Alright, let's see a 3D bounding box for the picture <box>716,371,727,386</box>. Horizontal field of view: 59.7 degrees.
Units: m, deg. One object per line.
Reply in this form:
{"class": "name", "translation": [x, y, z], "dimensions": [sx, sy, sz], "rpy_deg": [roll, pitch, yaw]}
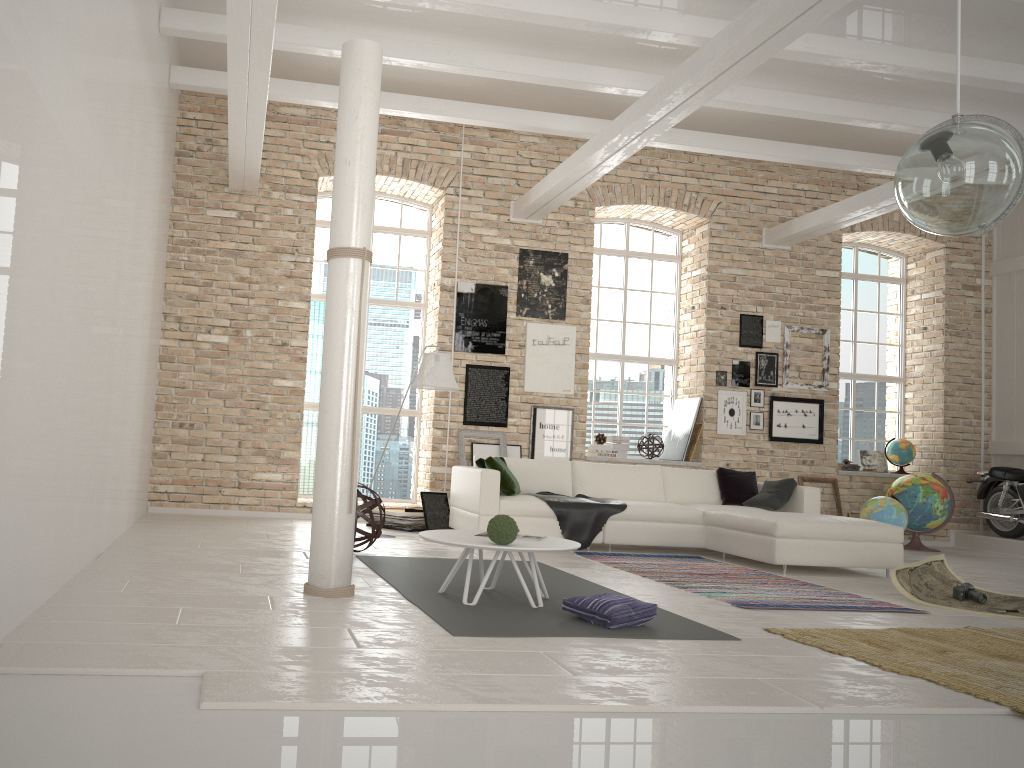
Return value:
{"class": "picture", "translation": [2.458, -0.065, 10.468], "dimensions": [0.132, 0.178, 0.008], "rpy_deg": [3, -4, -5]}

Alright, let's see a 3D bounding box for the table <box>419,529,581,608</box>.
{"class": "table", "translation": [-0.081, 1.044, 5.036], "dimensions": [0.917, 0.342, 0.906], "rpy_deg": [3, -4, 1]}

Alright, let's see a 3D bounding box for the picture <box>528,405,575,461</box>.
{"class": "picture", "translation": [0.444, 0.634, 10.056], "dimensions": [0.506, 0.756, 0.012], "rpy_deg": [4, -4, -10]}

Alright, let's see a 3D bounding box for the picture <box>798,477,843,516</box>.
{"class": "picture", "translation": [3.645, 1.478, 10.474], "dimensions": [0.494, 0.748, 0.228], "rpy_deg": [4, -4, -11]}

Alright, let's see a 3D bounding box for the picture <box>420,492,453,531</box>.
{"class": "picture", "translation": [-0.755, 1.295, 8.979], "dimensions": [0.310, 0.404, 0.204], "rpy_deg": [6, -5, -34]}

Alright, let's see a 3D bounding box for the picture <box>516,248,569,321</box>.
{"class": "picture", "translation": [0.345, -1.134, 10.173], "dimensions": [0.575, 0.783, 0.037], "rpy_deg": [4, -4, -10]}

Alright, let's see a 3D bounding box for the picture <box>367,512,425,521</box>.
{"class": "picture", "translation": [-1.033, 1.358, 9.251], "dimensions": [0.626, 0.048, 0.733], "rpy_deg": [0, -5, 34]}

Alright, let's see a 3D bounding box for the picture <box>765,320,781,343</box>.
{"class": "picture", "translation": [3.112, -0.625, 10.624], "dimensions": [0.189, 0.259, 0.012], "rpy_deg": [4, -4, -10]}

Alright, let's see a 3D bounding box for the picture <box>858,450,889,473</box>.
{"class": "picture", "translation": [4.655, 1.005, 11.476], "dimensions": [0.383, 0.292, 0.069], "rpy_deg": [4, -4, -10]}

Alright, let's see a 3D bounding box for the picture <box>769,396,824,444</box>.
{"class": "picture", "translation": [3.378, 0.430, 10.595], "dimensions": [0.697, 0.535, 0.032], "rpy_deg": [4, -4, -10]}

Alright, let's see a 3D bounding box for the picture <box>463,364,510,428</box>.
{"class": "picture", "translation": [-0.287, 0.134, 9.977], "dimensions": [0.499, 0.680, 0.066], "rpy_deg": [4, -4, -10]}

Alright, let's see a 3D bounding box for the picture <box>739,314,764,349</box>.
{"class": "picture", "translation": [2.839, -0.625, 10.570], "dimensions": [0.289, 0.394, 0.019], "rpy_deg": [4, -4, -10]}

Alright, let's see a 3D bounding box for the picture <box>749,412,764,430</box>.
{"class": "picture", "translation": [2.886, 0.436, 10.514], "dimensions": [0.172, 0.213, 0.012], "rpy_deg": [4, -4, -10]}

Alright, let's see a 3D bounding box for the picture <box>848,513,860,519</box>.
{"class": "picture", "translation": [4.144, 1.721, 10.629], "dimensions": [0.261, 0.351, 0.098], "rpy_deg": [4, -4, -11]}

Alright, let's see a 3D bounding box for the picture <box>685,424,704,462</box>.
{"class": "picture", "translation": [2.088, 0.696, 10.508], "dimensions": [0.168, 0.460, 0.373], "rpy_deg": [4, -4, -17]}

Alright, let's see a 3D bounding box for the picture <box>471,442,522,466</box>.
{"class": "picture", "translation": [-0.169, 0.946, 9.859], "dimensions": [0.562, 0.568, 0.150], "rpy_deg": [4, -4, -10]}

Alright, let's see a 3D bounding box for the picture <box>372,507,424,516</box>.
{"class": "picture", "translation": [-1.022, 1.319, 9.227], "dimensions": [0.734, 0.048, 0.625], "rpy_deg": [7, -5, -36]}

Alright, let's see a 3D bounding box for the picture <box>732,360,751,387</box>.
{"class": "picture", "translation": [2.702, -0.119, 10.515], "dimensions": [0.224, 0.306, 0.015], "rpy_deg": [4, -4, -10]}

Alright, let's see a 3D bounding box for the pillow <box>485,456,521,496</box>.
{"class": "pillow", "translation": [-0.086, 0.837, 8.142], "dimensions": [0.314, 0.343, 0.404], "rpy_deg": [2, -4, 10]}

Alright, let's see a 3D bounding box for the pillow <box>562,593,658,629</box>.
{"class": "pillow", "translation": [0.489, 1.152, 4.503], "dimensions": [0.331, 0.164, 0.378], "rpy_deg": [7, -6, -38]}

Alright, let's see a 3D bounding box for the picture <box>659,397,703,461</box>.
{"class": "picture", "translation": [2.018, 0.545, 10.667], "dimensions": [0.238, 0.763, 0.605], "rpy_deg": [4, -4, -16]}

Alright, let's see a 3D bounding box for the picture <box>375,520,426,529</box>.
{"class": "picture", "translation": [-1.050, 1.435, 9.258], "dimensions": [0.618, 0.048, 0.744], "rpy_deg": [2, -5, 22]}

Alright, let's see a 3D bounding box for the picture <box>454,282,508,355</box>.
{"class": "picture", "translation": [-0.344, -0.737, 10.009], "dimensions": [0.577, 0.785, 0.037], "rpy_deg": [4, -4, -10]}

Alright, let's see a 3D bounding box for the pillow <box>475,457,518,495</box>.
{"class": "pillow", "translation": [-0.144, 0.871, 8.421], "dimensions": [0.334, 0.365, 0.386], "rpy_deg": [0, -5, 32]}

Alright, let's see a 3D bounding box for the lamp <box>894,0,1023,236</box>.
{"class": "lamp", "translation": [2.038, -1.445, 4.070], "dimensions": [0.505, 1.598, 0.499], "rpy_deg": [3, -4, 1]}

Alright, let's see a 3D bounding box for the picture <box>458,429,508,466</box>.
{"class": "picture", "translation": [-0.310, 0.801, 9.774], "dimensions": [0.531, 0.582, 0.291], "rpy_deg": [4, -4, -12]}

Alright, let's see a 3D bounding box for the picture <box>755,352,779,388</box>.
{"class": "picture", "translation": [3.022, -0.171, 10.569], "dimensions": [0.285, 0.409, 0.010], "rpy_deg": [4, -4, -10]}

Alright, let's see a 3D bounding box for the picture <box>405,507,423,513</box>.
{"class": "picture", "translation": [-0.921, 1.307, 9.273], "dimensions": [0.300, 0.048, 0.373], "rpy_deg": [2, -5, 13]}

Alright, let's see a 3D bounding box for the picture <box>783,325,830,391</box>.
{"class": "picture", "translation": [3.522, -0.306, 10.668], "dimensions": [0.590, 0.749, 0.026], "rpy_deg": [4, -4, -10]}

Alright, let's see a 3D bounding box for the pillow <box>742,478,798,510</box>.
{"class": "pillow", "translation": [2.460, 1.038, 8.500], "dimensions": [0.325, 0.305, 0.436], "rpy_deg": [5, -5, -24]}

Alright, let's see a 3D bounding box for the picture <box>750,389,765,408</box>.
{"class": "picture", "translation": [2.899, 0.169, 10.534], "dimensions": [0.172, 0.213, 0.012], "rpy_deg": [4, -4, -10]}

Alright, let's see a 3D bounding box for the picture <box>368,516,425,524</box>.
{"class": "picture", "translation": [-1.008, 1.398, 9.249], "dimensions": [0.731, 0.048, 0.628], "rpy_deg": [8, -6, -44]}

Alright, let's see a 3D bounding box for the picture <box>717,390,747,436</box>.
{"class": "picture", "translation": [2.581, 0.339, 10.460], "dimensions": [0.357, 0.514, 0.013], "rpy_deg": [4, -4, -10]}

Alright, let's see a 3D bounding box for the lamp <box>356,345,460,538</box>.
{"class": "lamp", "translation": [-0.990, 0.521, 8.204], "dimensions": [1.052, 1.775, 0.429], "rpy_deg": [1, -5, 22]}

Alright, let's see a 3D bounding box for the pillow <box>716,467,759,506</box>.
{"class": "pillow", "translation": [2.266, 1.039, 8.898], "dimensions": [0.417, 0.390, 0.248], "rpy_deg": [4, -4, -11]}

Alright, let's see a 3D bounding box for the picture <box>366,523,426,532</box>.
{"class": "picture", "translation": [-1.033, 1.470, 9.224], "dimensions": [0.627, 0.048, 0.733], "rpy_deg": [0, -5, 36]}

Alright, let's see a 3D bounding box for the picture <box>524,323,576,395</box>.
{"class": "picture", "translation": [0.432, -0.285, 10.114], "dimensions": [0.576, 0.784, 0.037], "rpy_deg": [4, -4, -10]}
